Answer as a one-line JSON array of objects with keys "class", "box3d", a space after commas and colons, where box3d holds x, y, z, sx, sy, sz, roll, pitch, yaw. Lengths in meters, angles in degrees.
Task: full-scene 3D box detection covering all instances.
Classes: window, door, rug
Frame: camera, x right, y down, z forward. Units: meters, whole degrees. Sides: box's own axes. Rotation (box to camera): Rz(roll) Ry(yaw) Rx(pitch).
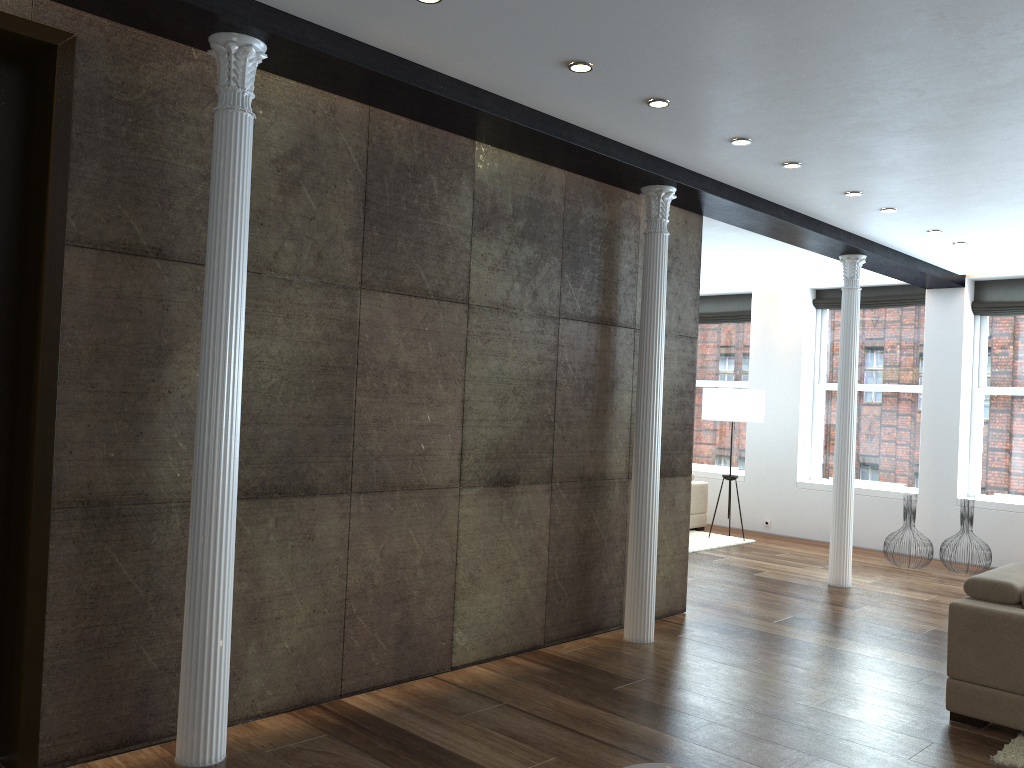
[{"class": "window", "box3d": [2.706, 0.023, 11.783, 1.345, 2.400, 0.123, 2, -1, 44]}, {"class": "door", "box3d": [-2.252, 0.044, 3.182, 0.510, 2.814, 1.000, 2, -1, 44]}, {"class": "rug", "box3d": [0.220, 1.679, 10.499, 4.231, 0.020, 2.972, 2, -1, 44]}, {"class": "window", "box3d": [5.475, 0.108, 9.066, 1.432, 2.400, 0.123, 2, -1, 44]}, {"class": "rug", "box3d": [4.648, 1.784, 4.369, 2.972, 0.020, 4.231, 2, -1, 44]}, {"class": "window", "box3d": [4.182, 0.068, 10.335, 1.391, 2.400, 0.123, 2, -1, 44]}]

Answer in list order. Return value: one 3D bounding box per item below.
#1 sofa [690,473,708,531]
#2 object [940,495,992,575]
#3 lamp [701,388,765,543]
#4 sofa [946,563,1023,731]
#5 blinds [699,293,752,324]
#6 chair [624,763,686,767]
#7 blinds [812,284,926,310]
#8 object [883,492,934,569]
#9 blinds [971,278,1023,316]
[{"class": "sofa", "box3d": [1.140, 1.271, 11.396, 2.581, 0.950, 1.018, 2, -1, 44]}, {"class": "object", "box3d": [4.454, 1.466, 8.695, 0.458, 0.781, 0.458, 2, -1, 44]}, {"class": "lamp", "box3d": [2.510, 0.922, 10.183, 0.698, 1.728, 0.698, 3, -1, -22]}, {"class": "sofa", "box3d": [3.430, 1.272, 4.990, 1.021, 0.950, 2.581, 2, -1, 44]}, {"class": "blinds", "box3d": [2.709, -0.993, 11.755, 1.342, 0.393, 0.156, 2, -1, 44]}, {"class": "chair", "box3d": [0.152, 1.114, 1.397, 0.495, 0.835, 0.581, 2, -1, 44]}, {"class": "blinds", "box3d": [4.188, -1.007, 10.308, 1.396, 0.275, 0.156, 2, -1, 44]}, {"class": "object", "box3d": [3.970, 1.446, 8.866, 0.458, 0.781, 0.458, 2, -1, 44]}, {"class": "blinds", "box3d": [5.468, -0.909, 9.028, 1.431, 0.395, 0.183, 2, -1, 44]}]
